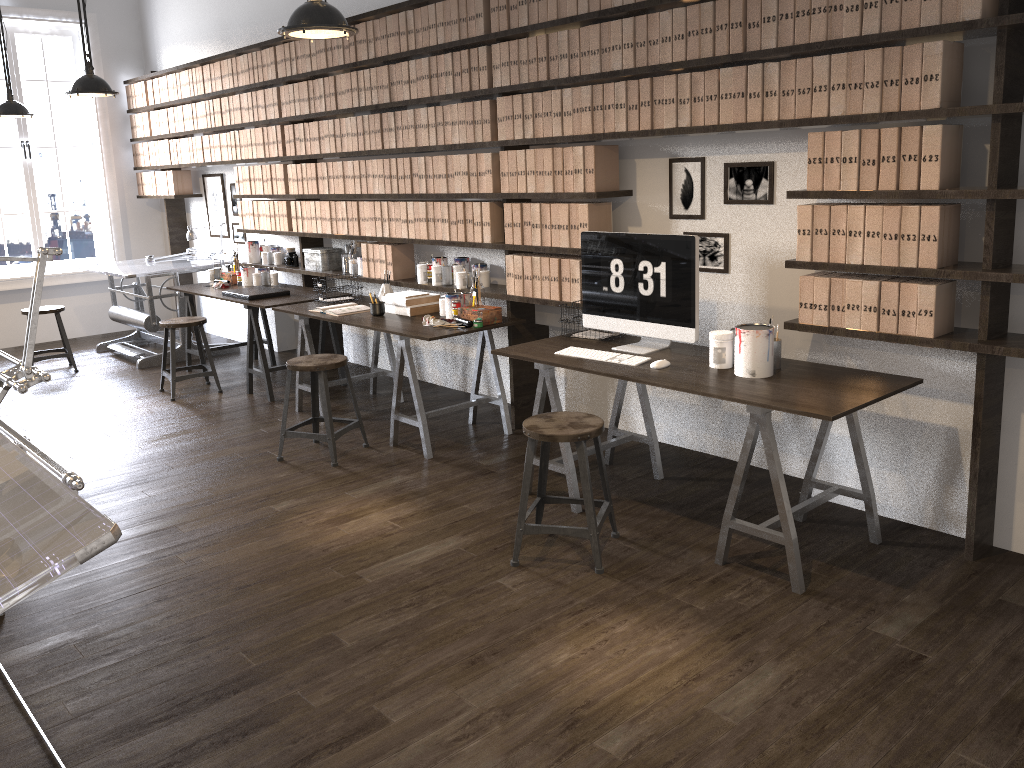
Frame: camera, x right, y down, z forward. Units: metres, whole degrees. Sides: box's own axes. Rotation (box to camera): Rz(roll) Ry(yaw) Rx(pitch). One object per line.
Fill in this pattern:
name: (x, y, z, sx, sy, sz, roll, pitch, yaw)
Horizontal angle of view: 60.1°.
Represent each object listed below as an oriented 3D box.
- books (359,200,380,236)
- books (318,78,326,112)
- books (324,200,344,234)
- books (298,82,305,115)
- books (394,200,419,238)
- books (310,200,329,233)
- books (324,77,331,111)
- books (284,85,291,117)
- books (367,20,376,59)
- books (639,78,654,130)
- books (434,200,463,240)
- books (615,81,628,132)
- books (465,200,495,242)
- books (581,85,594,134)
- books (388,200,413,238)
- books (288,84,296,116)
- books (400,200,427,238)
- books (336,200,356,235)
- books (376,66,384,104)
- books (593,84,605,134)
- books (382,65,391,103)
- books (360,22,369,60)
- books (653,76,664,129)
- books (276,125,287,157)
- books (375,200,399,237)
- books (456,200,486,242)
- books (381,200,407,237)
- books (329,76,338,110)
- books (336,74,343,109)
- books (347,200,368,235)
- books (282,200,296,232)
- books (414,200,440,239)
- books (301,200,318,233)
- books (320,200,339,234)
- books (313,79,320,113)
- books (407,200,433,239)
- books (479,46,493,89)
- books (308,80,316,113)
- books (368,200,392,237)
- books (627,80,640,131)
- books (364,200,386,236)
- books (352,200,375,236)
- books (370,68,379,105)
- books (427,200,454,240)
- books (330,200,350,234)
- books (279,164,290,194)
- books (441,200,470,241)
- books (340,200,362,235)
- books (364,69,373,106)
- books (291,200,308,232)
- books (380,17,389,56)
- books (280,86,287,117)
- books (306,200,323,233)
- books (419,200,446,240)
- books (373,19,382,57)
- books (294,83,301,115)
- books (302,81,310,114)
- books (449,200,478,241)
books: (-0.919, -1.101, 5.872, 0.175, 0.223, 0.067, -13, 15, -40)
books: (-1.215, -1.953, 6.003, 0.175, 0.223, 0.067, -13, 15, -40)
books: (-1.210, -1.166, 6.184, 0.175, 0.223, 0.067, -13, 15, -40)
books: (-1.397, -1.996, 6.208, 0.175, 0.223, 0.067, -13, 15, -41)
books: (-0.644, -1.037, 5.567, 0.175, 0.223, 0.067, -13, 15, -40)
books: (-1.344, -1.198, 6.334, 0.175, 0.223, 0.067, -13, 15, -40)
books: (-1.164, -1.943, 5.954, 0.175, 0.223, 0.067, -13, 15, -40)
books: (-1.533, -2.028, 6.360, 0.175, 0.223, 0.067, -13, 15, -41)
books: (-0.802, -2.125, 5.485, 0.175, 0.223, 0.067, -13, 15, -41)
books: (0.657, -1.261, 3.997, 0.175, 0.223, 0.067, -13, 15, -40)
books: (-0.370, -0.974, 5.265, 0.175, 0.223, 0.067, -13, 15, -40)
books: (0.560, -1.283, 4.105, 0.175, 0.223, 0.067, -13, 15, -41)
books: (-0.175, -0.929, 5.051, 0.175, 0.223, 0.067, -13, 15, -41)
books: (0.419, -1.315, 4.258, 0.175, 0.223, 0.067, -13, 15, -41)
books: (-0.689, -1.048, 5.620, 0.175, 0.223, 0.067, -13, 15, -40)
books: (-1.489, -2.017, 6.306, 0.175, 0.223, 0.067, -13, 15, -40)
books: (-0.600, -1.025, 5.513, 0.175, 0.223, 0.067, -13, 15, -41)
books: (-1.113, -1.146, 6.086, 0.175, 0.223, 0.067, -13, 15, -41)
books: (-0.744, -1.845, 5.487, 0.175, 0.223, 0.067, -13, 15, -41)
books: (0.468, -1.306, 4.212, 0.175, 0.223, 0.067, -13, 15, -40)
books: (-0.703, -1.834, 5.435, 0.175, 0.223, 0.067, -13, 15, -40)
books: (-0.853, -2.135, 5.536, 0.175, 0.223, 0.067, -13, 15, -41)
books: (0.710, -1.250, 3.946, 0.175, 0.223, 0.067, -13, 15, -41)
books: (-1.637, -1.795, 6.538, 0.175, 0.223, 0.067, -13, 15, -40)
books: (-0.790, -1.069, 5.720, 0.175, 0.223, 0.067, -13, 15, -41)
books: (-0.229, -0.939, 5.102, 0.175, 0.223, 0.067, -13, 15, -40)
books: (-0.739, -1.058, 5.668, 0.175, 0.223, 0.067, -13, 15, -41)
books: (-1.118, -1.930, 5.895, 0.175, 0.223, 0.067, -13, 15, -41)
books: (-1.065, -1.920, 5.844, 0.175, 0.223, 0.067, -13, 15, -40)
books: (-1.018, -1.124, 5.982, 0.175, 0.223, 0.067, -13, 15, -40)
books: (-1.620, -1.262, 6.639, 0.175, 0.223, 0.067, -13, 15, -41)
books: (-0.508, -1.005, 5.415, 0.175, 0.223, 0.067, -13, 15, -40)
books: (-1.433, -1.220, 6.441, 0.175, 0.223, 0.067, -13, 15, -41)
books: (-1.251, -1.177, 6.236, 0.175, 0.223, 0.067, -13, 15, -41)
books: (-1.259, -1.965, 6.058, 0.175, 0.223, 0.067, -13, 15, -41)
books: (-0.551, -1.014, 5.461, 0.175, 0.223, 0.067, -13, 15, -40)
books: (-0.088, -1.693, 4.762, 0.175, 0.223, 0.067, -13, 15, -40)
books: (-1.306, -1.976, 6.110, 0.175, 0.223, 0.067, -13, 15, -41)
books: (-0.838, -1.080, 5.773, 0.175, 0.223, 0.067, -13, 15, -40)
books: (0.611, -1.273, 4.056, 0.175, 0.223, 0.067, -13, 15, -41)
books: (-0.877, -1.090, 5.822, 0.175, 0.223, 0.067, -13, 15, -41)
books: (-0.972, -1.111, 5.923, 0.175, 0.223, 0.067, -13, 15, -41)
books: (-0.787, -1.854, 5.532, 0.175, 0.223, 0.067, -13, 15, -41)
books: (-0.417, -0.985, 5.317, 0.175, 0.223, 0.067, -13, 15, -40)
books: (-1.160, -1.157, 6.138, 0.175, 0.223, 0.067, -13, 15, -41)
books: (-1.629, -1.524, 6.584, 0.175, 0.223, 0.067, -13, 15, -41)
books: (-0.326, -0.962, 5.210, 0.175, 0.223, 0.067, -13, 15, -41)
books: (-1.069, -1.134, 6.031, 0.175, 0.223, 0.067, -13, 15, -40)
books: (-0.837, -1.865, 5.585, 0.175, 0.223, 0.067, -13, 15, -40)
books: (-1.533, -1.241, 6.541, 0.175, 0.223, 0.067, -13, 15, -40)
books: (-0.708, -2.104, 5.384, 0.175, 0.223, 0.067, -13, 15, -40)
books: (-1.578, -2.039, 6.413, 0.175, 0.223, 0.067, -13, 15, -41)
books: (-1.387, -1.209, 6.388, 0.175, 0.223, 0.067, -13, 15, -41)
books: (-0.466, -0.994, 5.363, 0.175, 0.223, 0.067, -13, 15, -41)
books: (-0.753, -2.115, 5.436, 0.175, 0.223, 0.067, -13, 15, -40)
books: (-1.440, -2.006, 6.254, 0.175, 0.223, 0.067, -13, 15, -41)
books: (-1.356, -1.985, 6.156, 0.175, 0.223, 0.067, -13, 15, -40)
books: (-0.275, -0.952, 5.161, 0.175, 0.223, 0.067, -13, 15, -41)
